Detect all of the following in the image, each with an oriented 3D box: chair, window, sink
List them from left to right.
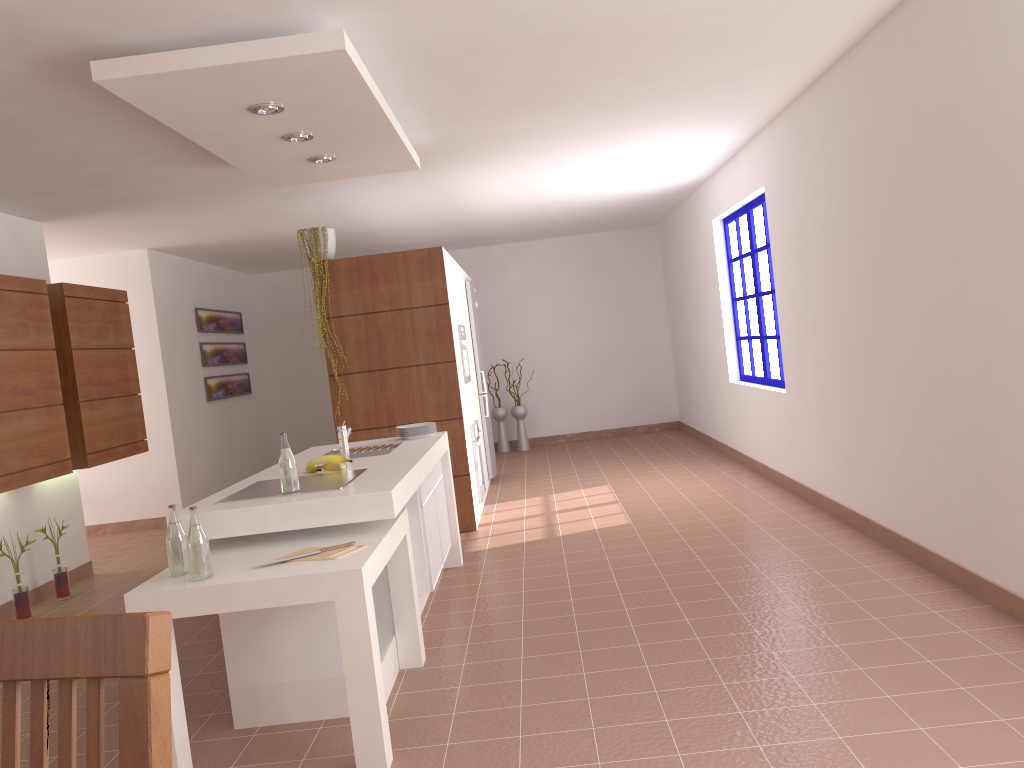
[{"bbox_3d":[-0.473,0.768,0.626,0.444,1.063,0.574,-6,3,11],"label":"chair"},{"bbox_3d":[-0.812,0.355,4.672,0.404,0.368,0.668,-7,2,1],"label":"sink"},{"bbox_3d":[1.938,-0.700,6.968,0.035,1.430,1.699,-7,2,1],"label":"window"}]

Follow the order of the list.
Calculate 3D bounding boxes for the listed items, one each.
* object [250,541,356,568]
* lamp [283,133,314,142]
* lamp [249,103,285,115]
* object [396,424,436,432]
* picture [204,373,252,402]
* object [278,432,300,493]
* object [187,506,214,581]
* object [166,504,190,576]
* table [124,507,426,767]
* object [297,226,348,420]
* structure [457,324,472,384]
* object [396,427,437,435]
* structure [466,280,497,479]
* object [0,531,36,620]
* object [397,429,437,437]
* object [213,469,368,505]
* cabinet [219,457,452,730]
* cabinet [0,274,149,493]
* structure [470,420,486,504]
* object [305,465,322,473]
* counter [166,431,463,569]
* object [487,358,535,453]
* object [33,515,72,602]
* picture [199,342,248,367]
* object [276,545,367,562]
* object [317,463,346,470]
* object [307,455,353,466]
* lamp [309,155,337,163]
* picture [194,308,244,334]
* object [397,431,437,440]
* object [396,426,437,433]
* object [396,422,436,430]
[{"bbox_3d":[-0.689,0.567,2.942,0.375,0.008,0.041,-8,3,-32],"label":"object"},{"bbox_3d":[-1.010,-1.182,4.183,0.143,0.059,0.143,-5,3,29],"label":"lamp"},{"bbox_3d":[-1.018,-1.159,3.679,0.143,0.059,0.143,-7,3,-15],"label":"lamp"},{"bbox_3d":[-0.555,0.258,5.139,0.228,0.020,0.228,-8,3,-17],"label":"object"},{"bbox_3d":[-3.054,0.022,9.593,0.015,0.248,1.408,-7,2,1],"label":"picture"},{"bbox_3d":[-0.864,0.301,3.407,0.071,0.230,0.071,-8,3,-17],"label":"object"},{"bbox_3d":[-0.996,0.503,2.809,0.071,0.230,0.071,-8,3,-17],"label":"object"},{"bbox_3d":[-1.101,0.511,2.910,0.071,0.230,0.071,-8,3,-17],"label":"object"},{"bbox_3d":[-0.775,0.901,3.220,0.737,0.647,1.003,-7,2,1],"label":"table"},{"bbox_3d":[-1.303,-0.418,6.201,0.297,1.344,0.279,-9,3,-39],"label":"object"},{"bbox_3d":[-0.351,-0.241,6.978,0.056,0.454,0.614,-7,2,1],"label":"structure"},{"bbox_3d":[-0.553,0.278,5.140,0.228,0.020,0.228,-8,3,-17],"label":"object"},{"bbox_3d":[-0.283,-0.056,8.470,0.089,1.862,0.604,-7,2,1],"label":"structure"},{"bbox_3d":[-2.872,1.116,5.150,0.087,0.546,0.296,-6,3,17],"label":"object"},{"bbox_3d":[-0.552,0.288,5.140,0.228,0.020,0.228,-8,3,-17],"label":"object"},{"bbox_3d":[-0.879,0.413,3.620,0.493,0.006,0.551,-7,2,1],"label":"object"},{"bbox_3d":[-0.760,0.828,4.215,0.737,0.700,2.048,-7,2,1],"label":"cabinet"},{"bbox_3d":[-3.193,0.058,4.231,0.754,1.200,4.718,-7,2,1],"label":"cabinet"},{"bbox_3d":[-0.256,0.601,7.018,0.058,0.592,0.596,-7,2,2],"label":"structure"},{"bbox_3d":[-0.904,0.383,4.019,0.060,0.033,0.207,-8,3,-19],"label":"object"},{"bbox_3d":[-0.769,0.777,4.269,0.821,0.800,2.156,-7,2,1],"label":"counter"},{"bbox_3d":[0.044,0.246,10.544,0.655,1.112,0.284,-6,3,21],"label":"object"},{"bbox_3d":[-2.866,1.096,5.595,0.087,0.546,0.296,-7,2,2],"label":"object"},{"bbox_3d":[-3.095,-0.325,9.578,0.015,0.248,1.408,-7,2,1],"label":"picture"},{"bbox_3d":[-0.638,0.567,2.968,0.266,0.006,0.168,-6,3,18],"label":"object"},{"bbox_3d":[-0.801,0.372,3.990,0.060,0.033,0.207,-9,3,-44],"label":"object"},{"bbox_3d":[-0.823,0.346,4.012,0.207,0.055,0.047,-8,3,-22],"label":"object"},{"bbox_3d":[-1.000,-1.205,4.682,0.143,0.059,0.143,-5,3,29],"label":"lamp"},{"bbox_3d":[-3.137,-0.672,9.563,0.015,0.248,1.408,-7,2,1],"label":"picture"},{"bbox_3d":[-0.550,0.298,5.141,0.228,0.020,0.228,-8,3,-17],"label":"object"},{"bbox_3d":[-0.554,0.268,5.139,0.228,0.020,0.228,-8,3,-17],"label":"object"},{"bbox_3d":[-0.556,0.248,5.138,0.228,0.020,0.228,-8,3,-17],"label":"object"}]
